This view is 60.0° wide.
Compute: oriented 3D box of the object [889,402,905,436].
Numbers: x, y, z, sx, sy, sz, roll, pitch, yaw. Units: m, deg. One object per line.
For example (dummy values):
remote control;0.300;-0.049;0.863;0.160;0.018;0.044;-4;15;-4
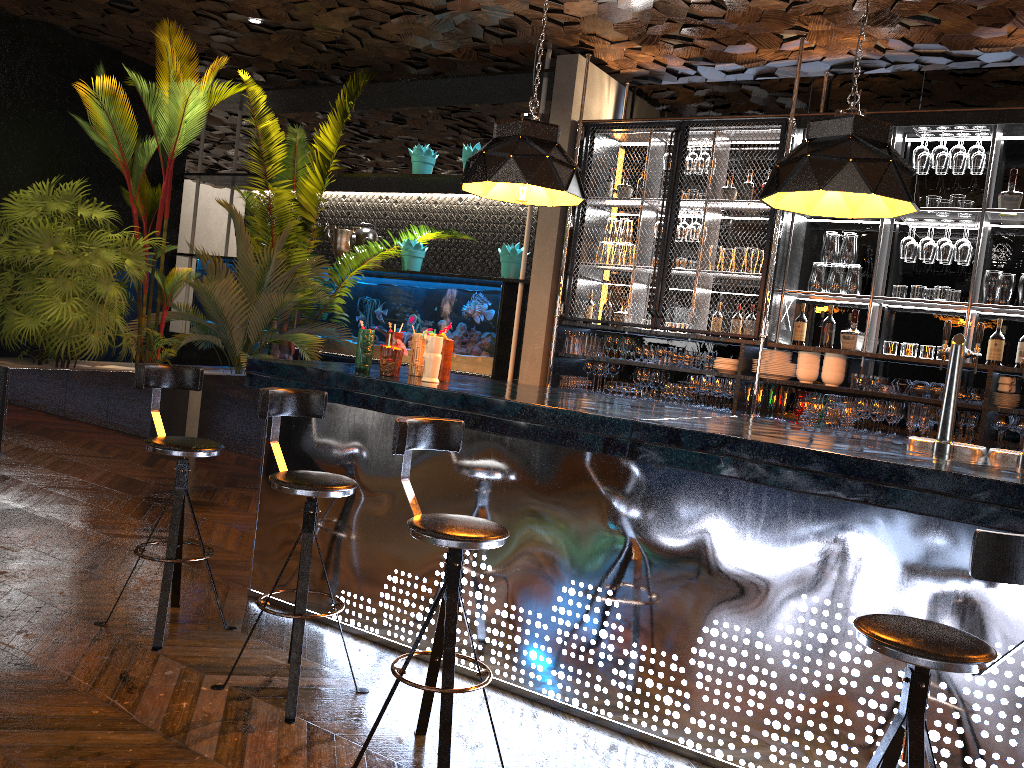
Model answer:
object;2.508;0.228;5.777;0.084;0.216;0.084;5;4;-36

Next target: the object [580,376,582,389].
object;0.548;-0.008;7.009;0.033;0.101;0.033;7;3;-4

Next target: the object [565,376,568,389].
object;0.416;-0.013;6.800;0.033;0.101;0.033;7;3;12

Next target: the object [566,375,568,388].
object;0.426;-0.016;6.891;0.028;0.097;0.028;8;3;29

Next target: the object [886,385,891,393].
object;2.379;0.033;5.642;0.049;0.048;0.044;5;3;-26

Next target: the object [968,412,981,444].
object;2.769;0.282;5.341;0.071;0.217;0.071;9;4;40

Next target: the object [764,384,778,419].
object;1.739;0.120;5.977;0.073;0.229;0.073;8;3;20

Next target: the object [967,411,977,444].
object;2.857;0.283;5.523;0.071;0.217;0.071;9;4;40

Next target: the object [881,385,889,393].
object;2.351;0.032;5.593;0.044;0.048;0.049;6;3;-16

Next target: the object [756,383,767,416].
object;1.754;0.108;6.244;0.073;0.229;0.073;8;3;20

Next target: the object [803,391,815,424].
object;1.991;0.157;5.995;0.082;0.213;0.082;6;3;-8

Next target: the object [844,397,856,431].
object;2.186;0.192;5.769;0.082;0.213;0.082;7;3;13

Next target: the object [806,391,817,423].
object;2.034;0.158;6.073;0.082;0.213;0.082;7;3;8

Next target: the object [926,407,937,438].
object;2.622;0.252;5.571;0.092;0.218;0.092;6;3;-8

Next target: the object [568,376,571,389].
object;0.435;-0.008;6.756;0.031;0.098;0.031;6;3;-20

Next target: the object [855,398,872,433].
object;2.285;0.203;5.755;0.084;0.216;0.084;10;4;44

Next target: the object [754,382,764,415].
object;1.701;0.106;6.149;0.073;0.229;0.073;8;3;20

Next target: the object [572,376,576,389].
object;0.479;-0.011;6.905;0.033;0.101;0.033;9;4;37

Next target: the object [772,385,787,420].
object;1.814;0.127;6.011;0.073;0.229;0.073;8;3;20

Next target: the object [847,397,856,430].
object;2.233;0.194;5.844;0.082;0.213;0.082;8;3;20

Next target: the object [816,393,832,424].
object;2.114;0.170;6.021;0.082;0.213;0.082;5;3;-28

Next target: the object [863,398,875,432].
object;2.354;0.205;5.872;0.084;0.216;0.084;6;3;-20

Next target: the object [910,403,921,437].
object;2.524;0.235;5.584;0.071;0.226;0.071;7;3;4

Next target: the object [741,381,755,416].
object;1.605;0.101;6.037;0.073;0.229;0.073;8;3;20

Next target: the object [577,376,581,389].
object;0.527;-0.009;6.978;0.033;0.101;0.033;5;3;-29

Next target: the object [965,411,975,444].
object;2.806;0.280;5.462;0.071;0.217;0.071;9;4;40

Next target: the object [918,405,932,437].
object;2.522;0.243;5.439;0.071;0.226;0.071;7;3;4

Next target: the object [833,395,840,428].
object;2.103;0.180;5.819;0.082;0.213;0.082;7;3;11

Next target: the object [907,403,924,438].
object;2.576;0.238;5.661;0.071;0.226;0.071;7;3;4

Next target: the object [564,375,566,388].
object;0.408;-0.017;6.863;0.028;0.097;0.028;5;4;-33

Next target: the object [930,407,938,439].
object;2.684;0.255;5.659;0.092;0.218;0.092;6;3;-8

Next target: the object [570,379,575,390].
object;0.453;0.006;6.697;0.034;0.080;0.034;4;4;-45

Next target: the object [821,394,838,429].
object;2.056;0.178;5.746;0.082;0.213;0.082;5;3;-25

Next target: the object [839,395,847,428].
object;2.200;0.183;5.971;0.082;0.213;0.082;9;3;31

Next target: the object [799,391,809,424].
object;1.943;0.155;5.922;0.082;0.213;0.082;8;3;24

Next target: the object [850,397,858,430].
object;2.282;0.196;5.918;0.082;0.213;0.082;8;3;23

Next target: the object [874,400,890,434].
object;2.428;0.217;5.819;0.084;0.216;0.084;9;3;31

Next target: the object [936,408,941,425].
object;2.620;0.260;5.414;0.092;0.218;0.092;6;3;-8

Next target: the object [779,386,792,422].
object;1.819;0.132;5.922;0.073;0.229;0.073;8;3;20

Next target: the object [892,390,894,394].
object;2.465;0.036;5.775;0.044;0.048;0.049;6;3;-22

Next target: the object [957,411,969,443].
object;2.737;0.275;5.406;0.071;0.217;0.071;9;4;40

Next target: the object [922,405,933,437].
object;2.564;0.244;5.508;0.071;0.226;0.071;7;3;4

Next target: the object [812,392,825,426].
object;2.018;0.167;5.871;0.082;0.213;0.082;7;3;8

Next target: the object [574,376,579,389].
object;0.502;-0.010;6.942;0.033;0.101;0.033;8;3;15

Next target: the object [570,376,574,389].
object;0.454;-0.008;6.789;0.031;0.098;0.031;7;3;5

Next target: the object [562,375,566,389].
object;0.391;-0.014;6.762;0.033;0.101;0.033;5;4;-34

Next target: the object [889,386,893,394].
object;2.412;0.035;5.681;0.049;0.048;0.044;8;3;19

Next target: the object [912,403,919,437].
object;2.609;0.238;5.733;0.071;0.226;0.071;7;3;4

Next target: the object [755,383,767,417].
object;1.694;0.110;6.065;0.073;0.229;0.073;8;3;20

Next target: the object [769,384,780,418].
object;1.802;0.121;6.096;0.073;0.229;0.073;8;3;20

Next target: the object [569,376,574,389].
object;0.459;-0.012;6.869;0.033;0.101;0.033;7;3;13

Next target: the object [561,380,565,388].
object;0.392;-0.018;6.835;0.028;0.097;0.028;6;3;-9

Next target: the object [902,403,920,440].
object;2.481;0.234;5.511;0.071;0.226;0.071;7;3;4

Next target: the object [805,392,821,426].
object;1.968;0.165;5.801;0.082;0.213;0.082;5;3;-29

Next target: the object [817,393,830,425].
object;2.073;0.169;5.945;0.082;0.213;0.082;4;4;-37

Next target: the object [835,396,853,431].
object;2.132;0.190;5.695;0.082;0.213;0.082;5;3;-28

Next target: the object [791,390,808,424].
object;1.893;0.153;5.847;0.082;0.213;0.082;5;3;-29

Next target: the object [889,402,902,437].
object;2.436;0.226;5.664;0.084;0.216;0.084;6;3;-16

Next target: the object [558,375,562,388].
object;0.373;-0.018;6.807;0.028;0.097;0.028;8;3;21

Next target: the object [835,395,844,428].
object;2.151;0.181;5.896;0.082;0.213;0.082;5;3;-26
